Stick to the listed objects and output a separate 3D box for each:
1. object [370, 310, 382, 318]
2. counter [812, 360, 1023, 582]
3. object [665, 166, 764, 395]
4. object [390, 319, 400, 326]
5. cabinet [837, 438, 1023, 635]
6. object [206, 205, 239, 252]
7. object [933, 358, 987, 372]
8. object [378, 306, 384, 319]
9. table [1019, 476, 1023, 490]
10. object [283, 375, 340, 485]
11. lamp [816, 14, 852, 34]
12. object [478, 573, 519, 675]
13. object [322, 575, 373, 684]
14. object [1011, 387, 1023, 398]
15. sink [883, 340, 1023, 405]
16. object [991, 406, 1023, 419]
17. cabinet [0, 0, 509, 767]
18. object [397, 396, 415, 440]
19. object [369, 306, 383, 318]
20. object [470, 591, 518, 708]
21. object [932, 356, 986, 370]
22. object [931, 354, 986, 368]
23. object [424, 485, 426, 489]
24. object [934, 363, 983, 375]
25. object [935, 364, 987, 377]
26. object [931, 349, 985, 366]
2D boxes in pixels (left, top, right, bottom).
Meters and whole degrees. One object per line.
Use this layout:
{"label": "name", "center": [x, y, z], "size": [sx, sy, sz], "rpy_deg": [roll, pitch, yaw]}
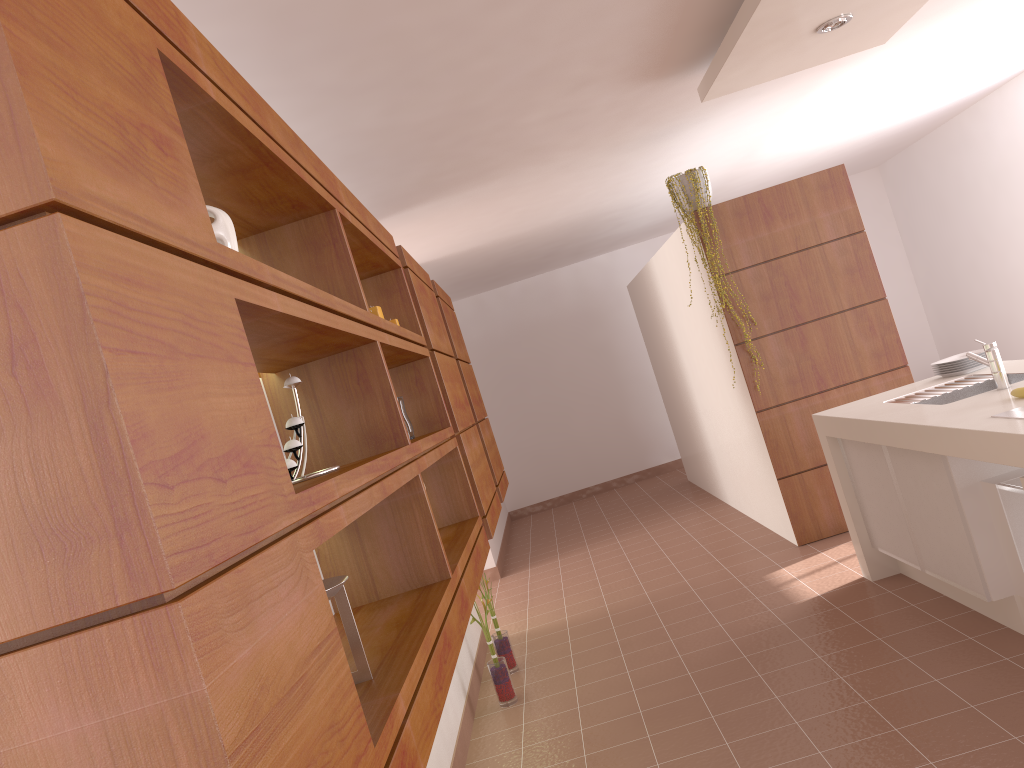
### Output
{"label": "object", "center": [-0.391, -0.185, 2.500], "size": [0.044, 0.049, 0.044], "rpy_deg": [-18, -1, 1]}
{"label": "counter", "center": [1.892, 0.396, 3.084], "size": [0.821, 0.800, 2.156], "rpy_deg": [-18, -1, 1]}
{"label": "object", "center": [1.181, -0.571, 5.084], "size": [0.297, 1.344, 0.279], "rpy_deg": [-17, -1, -39]}
{"label": "object", "center": [-0.407, -0.184, 3.052], "size": [0.044, 0.070, 0.044], "rpy_deg": [-18, -1, 1]}
{"label": "cabinet", "center": [1.910, 0.442, 3.026], "size": [0.737, 0.700, 2.048], "rpy_deg": [-18, -1, 1]}
{"label": "object", "center": [-0.536, -0.230, 1.610], "size": [0.103, 0.197, 0.071], "rpy_deg": [-17, -1, -37]}
{"label": "object", "center": [2.028, -0.086, 3.979], "size": [0.228, 0.020, 0.228], "rpy_deg": [-17, -1, -17]}
{"label": "object", "center": [-0.449, -0.198, 2.990], "size": [0.044, 0.120, 0.044], "rpy_deg": [-18, -1, 1]}
{"label": "table", "center": [1.890, 0.462, 2.029], "size": [0.737, 0.647, 1.003], "rpy_deg": [-18, -1, 1]}
{"label": "object", "center": [-0.446, 0.085, 1.817], "size": [0.136, 0.227, 0.190], "rpy_deg": [-18, -1, 33]}
{"label": "lamp", "center": [1.306, -1.483, 3.609], "size": [0.143, 0.059, 0.143], "rpy_deg": [-18, -1, 30]}
{"label": "object", "center": [-0.086, 1.171, 4.404], "size": [0.087, 0.546, 0.296], "rpy_deg": [-18, -1, 2]}
{"label": "object", "center": [-0.322, 0.427, 1.468], "size": [0.159, 0.171, 0.159], "rpy_deg": [-18, -1, 37]}
{"label": "object", "center": [1.682, 0.022, 2.856], "size": [0.060, 0.033, 0.207], "rpy_deg": [-17, -1, -19]}
{"label": "sink", "center": [1.780, 0.013, 3.510], "size": [0.404, 0.368, 0.668], "rpy_deg": [-18, -1, 1]}
{"label": "object", "center": [1.705, 0.024, 2.456], "size": [0.493, 0.006, 0.551], "rpy_deg": [-18, -1, 1]}
{"label": "cabinet", "center": [-0.623, 0.140, 3.104], "size": [0.754, 1.200, 4.718], "rpy_deg": [-18, -1, 1]}
{"label": "object", "center": [-0.382, 0.115, 2.999], "size": [0.054, 0.165, 0.065], "rpy_deg": [-18, -1, 17]}
{"label": "object", "center": [-0.426, -0.197, 2.763], "size": [0.044, 0.099, 0.044], "rpy_deg": [-18, -1, 1]}
{"label": "object", "center": [-0.096, 1.168, 3.959], "size": [0.087, 0.546, 0.296], "rpy_deg": [-18, -1, 17]}
{"label": "object", "center": [2.025, -0.096, 3.979], "size": [0.228, 0.020, 0.228], "rpy_deg": [-17, -1, -17]}
{"label": "object", "center": [2.022, -0.105, 3.979], "size": [0.228, 0.020, 0.228], "rpy_deg": [-17, -1, -17]}
{"label": "object", "center": [-0.320, 0.386, 2.819], "size": [0.100, 0.284, 0.100], "rpy_deg": [-18, -1, 32]}
{"label": "object", "center": [2.031, -0.076, 3.979], "size": [0.228, 0.020, 0.228], "rpy_deg": [-17, -1, -17]}
{"label": "object", "center": [2.034, -0.066, 3.979], "size": [0.228, 0.020, 0.228], "rpy_deg": [-17, -1, -17]}
{"label": "object", "center": [2.019, -0.115, 3.979], "size": [0.228, 0.020, 0.228], "rpy_deg": [-17, -1, -17]}
